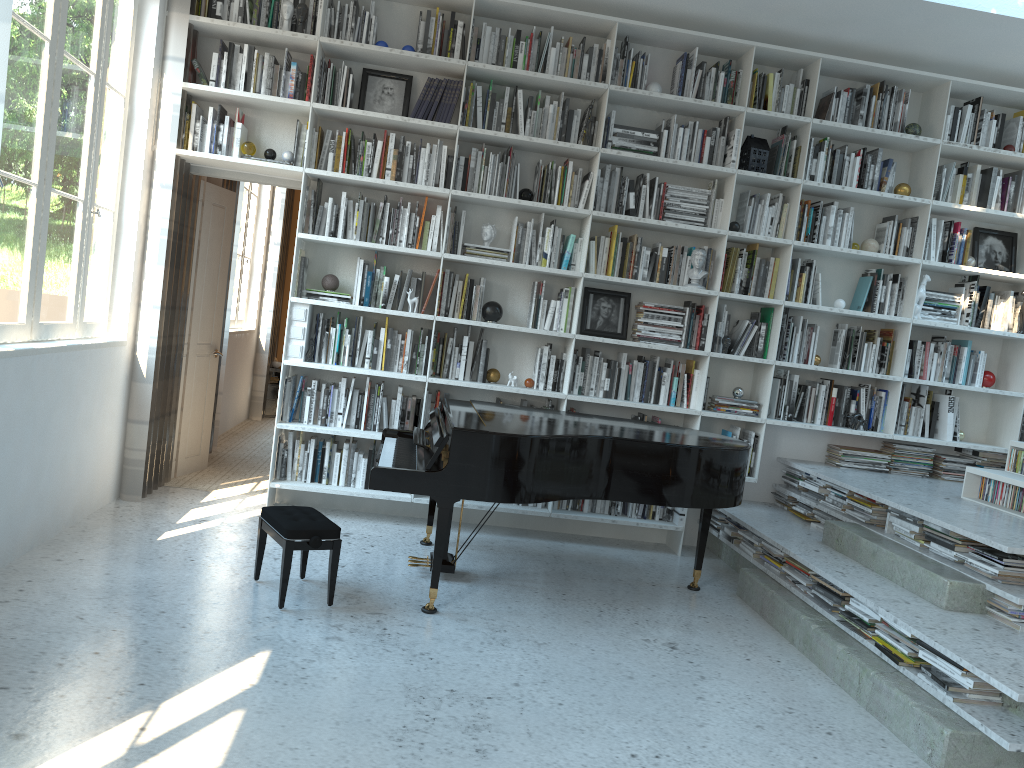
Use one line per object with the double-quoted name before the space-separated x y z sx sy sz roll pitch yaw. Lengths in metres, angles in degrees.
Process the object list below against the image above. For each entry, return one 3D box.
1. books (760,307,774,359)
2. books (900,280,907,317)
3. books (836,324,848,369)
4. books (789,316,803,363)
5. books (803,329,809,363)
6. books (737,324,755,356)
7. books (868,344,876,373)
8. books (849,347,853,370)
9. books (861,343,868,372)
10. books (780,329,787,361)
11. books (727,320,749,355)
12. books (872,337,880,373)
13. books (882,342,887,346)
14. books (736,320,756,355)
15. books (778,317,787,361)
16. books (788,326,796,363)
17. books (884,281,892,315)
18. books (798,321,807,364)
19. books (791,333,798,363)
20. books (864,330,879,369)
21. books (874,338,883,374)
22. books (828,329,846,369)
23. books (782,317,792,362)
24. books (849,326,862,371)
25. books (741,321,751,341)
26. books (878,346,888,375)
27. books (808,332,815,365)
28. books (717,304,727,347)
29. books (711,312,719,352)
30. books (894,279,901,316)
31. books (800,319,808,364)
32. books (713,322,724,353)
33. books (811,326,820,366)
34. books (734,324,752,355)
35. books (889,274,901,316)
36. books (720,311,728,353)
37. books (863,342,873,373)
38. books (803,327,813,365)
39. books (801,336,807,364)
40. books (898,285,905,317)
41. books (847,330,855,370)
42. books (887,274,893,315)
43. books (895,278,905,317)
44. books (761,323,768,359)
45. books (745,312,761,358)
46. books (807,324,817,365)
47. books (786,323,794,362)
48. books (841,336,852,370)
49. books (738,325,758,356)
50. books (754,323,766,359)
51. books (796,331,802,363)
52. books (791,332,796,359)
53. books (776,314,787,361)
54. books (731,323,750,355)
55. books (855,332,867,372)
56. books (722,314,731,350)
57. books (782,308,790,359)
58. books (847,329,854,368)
"books" 1.596 -0.323 5.629 0.014 0.325 0.182 7 4 -7
"books" 2.481 -0.543 5.703 0.010 0.246 0.158 7 4 -7
"books" 2.106 -0.244 5.715 0.016 0.290 0.131 7 4 -7
"books" 1.788 -0.285 5.648 0.014 0.297 0.175 7 4 -7
"books" 1.852 -0.241 5.680 0.008 0.223 0.133 7 4 -7
"books" 1.461 -0.283 5.636 0.090 0.215 0.139 7 4 -7
"books" 2.275 -0.168 5.712 0.019 0.183 0.190 7 4 -7
"books" 2.162 -0.197 5.731 0.031 0.209 0.122 7 4 -7
"books" 2.219 -0.174 5.699 0.018 0.182 0.182 7 4 -7
"books" 1.699 -0.250 5.658 0.013 0.204 0.153 7 4 -7
"books" 1.402 -0.295 5.600 0.095 0.228 0.189 7 4 -7
"books" 2.302 -0.188 5.715 0.018 0.230 0.181 7 4 -7
"books" 2.368 -0.168 5.739 0.016 0.205 0.141 7 4 -7
"books" 1.459 -0.296 5.625 0.094 0.239 0.149 7 4 -7
"books" 1.696 -0.289 5.647 0.006 0.282 0.155 7 4 -7
"books" 1.746 -0.254 5.640 0.011 0.226 0.188 7 4 -7
"books" 2.369 -0.546 5.687 0.012 0.224 0.178 7 4 -7
"books" 1.817 -0.266 5.658 0.012 0.267 0.182 7 4 -7
"books" 1.767 -0.232 5.652 0.013 0.186 0.183 7 4 -7
"books" 2.293 -0.212 5.713 0.006 0.274 0.172 7 4 -7
"books" 2.336 -0.186 5.732 0.021 0.232 0.155 7 4 -7
"books" 2.088 -0.226 5.702 0.019 0.252 0.130 7 4 -7
"books" 1.728 -0.286 5.643 0.005 0.284 0.159 7 4 -7
"books" 2.192 -0.231 5.718 0.007 0.285 0.159 7 4 -7
"books" 1.432 -0.292 5.629 0.095 0.226 0.144 7 4 -7
"books" 2.353 -0.156 5.710 0.016 0.180 0.189 7 4 -7
"books" 1.878 -0.229 5.671 0.014 0.207 0.180 7 4 -7
"books" 1.304 -0.350 5.602 0.013 0.307 0.141 7 4 -7
"books" 1.253 -0.330 5.603 0.028 0.253 0.142 7 4 -7
"books" 2.435 -0.549 5.709 0.013 0.245 0.158 7 4 -7
"books" 1.836 -0.274 5.675 0.006 0.285 0.159 7 4 -7
"books" 1.279 -0.295 5.589 0.027 0.192 0.182 7 4 -7
"books" 1.907 -0.248 5.678 0.013 0.251 0.172 7 4 -7
"books" 1.442 -0.283 5.626 0.090 0.212 0.143 7 4 -7
"books" 2.414 -0.565 5.683 0.012 0.274 0.183 7 4 -7
"books" 1.313 -0.329 5.614 0.012 0.266 0.157 7 4 -7
"books" 2.259 -0.176 5.713 0.015 0.195 0.175 7 4 -7
"books" 1.865 -0.246 5.671 0.015 0.238 0.176 7 4 -7
"books" 1.839 -0.220 5.679 0.013 0.179 0.140 7 4 -7
"books" 2.462 -0.529 5.711 0.023 0.212 0.164 7 4 -7
"books" 2.148 -0.223 5.707 0.008 0.259 0.158 7 4 -7
"books" 2.390 -0.569 5.702 0.032 0.275 0.154 7 4 -7
"books" 2.449 -0.550 5.693 0.011 0.253 0.169 7 4 -7
"books" 1.572 -0.276 5.633 0.021 0.226 0.148 7 4 -7
"books" 1.530 -0.312 5.635 0.013 0.286 0.138 7 4 -7
"books" 1.895 -0.254 5.675 0.014 0.261 0.141 7 4 -7
"books" 1.735 -0.267 5.648 0.013 0.249 0.165 7 4 -7
"books" 2.119 -0.203 5.692 0.016 0.216 0.177 7 4 -7
"books" 1.474 -0.275 5.628 0.091 0.205 0.169 7 4 -7
"books" 1.548 -0.277 5.619 0.029 0.223 0.170 7 4 -7
"books" 1.800 -0.237 5.670 0.013 0.203 0.166 7 4 -7
"books" 1.756 -0.249 5.654 0.013 0.218 0.160 7 4 -7
"books" 1.685 -0.297 5.646 0.018 0.295 0.177 7 4 -7
"books" 1.417 -0.284 5.608 0.089 0.210 0.175 7 4 -7
"books" 2.206 -0.210 5.695 0.018 0.251 0.183 7 4 -7
"books" 1.335 -0.318 5.618 0.035 0.248 0.140 7 4 -7
"books" 1.717 -0.318 5.663 0.007 0.342 0.149 7 4 -7
"books" 2.136 -0.226 5.706 0.015 0.262 0.149 7 4 -7
